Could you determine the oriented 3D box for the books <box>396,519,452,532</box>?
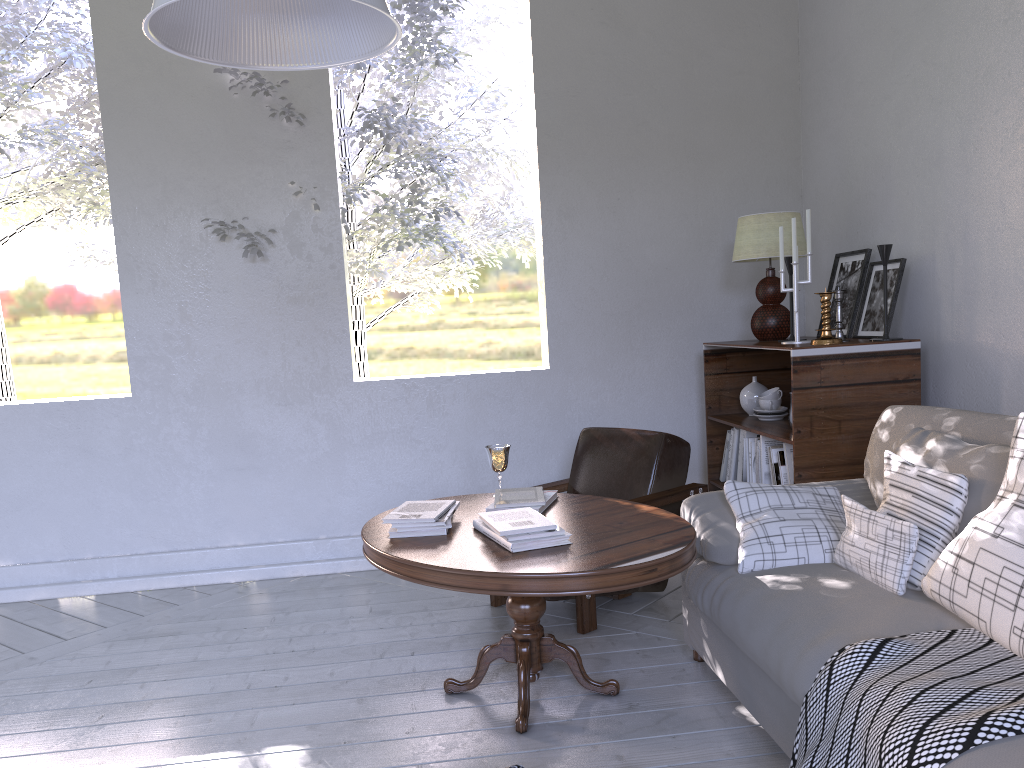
[{"bbox_3d":[-0.223,0.342,2.252,0.136,0.010,0.213,-4,4,-5],"label":"books"}]

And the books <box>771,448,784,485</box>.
[{"bbox_3d":[0.908,0.306,2.843,0.131,0.203,0.064,-4,6,-6],"label":"books"}]

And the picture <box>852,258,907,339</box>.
[{"bbox_3d":[1.183,-0.271,2.860,0.080,0.253,0.201,-4,6,-6],"label":"picture"}]

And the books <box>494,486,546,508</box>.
[{"bbox_3d":[0.021,0.310,2.431,0.136,0.011,0.214,-3,4,0],"label":"books"}]

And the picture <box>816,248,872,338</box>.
[{"bbox_3d":[1.159,-0.311,3.101,0.095,0.302,0.230,-4,6,-6],"label":"picture"}]

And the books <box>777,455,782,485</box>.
[{"bbox_3d":[0.920,0.315,2.830,0.120,0.186,0.060,-4,6,-6],"label":"books"}]

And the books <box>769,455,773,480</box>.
[{"bbox_3d":[0.908,0.308,2.876,0.125,0.193,0.064,-4,6,-6],"label":"books"}]

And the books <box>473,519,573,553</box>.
[{"bbox_3d":[0.020,0.348,2.095,0.148,0.021,0.278,-5,4,-20],"label":"books"}]

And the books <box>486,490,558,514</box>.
[{"bbox_3d":[0.031,0.324,2.430,0.147,0.018,0.230,-2,4,15],"label":"books"}]

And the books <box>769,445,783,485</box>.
[{"bbox_3d":[0.906,0.301,2.859,0.129,0.210,0.073,-4,6,-6],"label":"books"}]

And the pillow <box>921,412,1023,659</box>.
[{"bbox_3d":[0.895,0.258,1.479,0.219,0.387,0.452,-4,5,-5],"label":"pillow"}]

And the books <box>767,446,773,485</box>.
[{"bbox_3d":[0.910,0.302,2.891,0.131,0.203,0.064,-4,6,-6],"label":"books"}]

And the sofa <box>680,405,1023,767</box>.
[{"bbox_3d":[0.897,0.447,1.499,0.766,0.685,1.856,-4,4,-6],"label":"sofa"}]

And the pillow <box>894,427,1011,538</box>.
[{"bbox_3d":[0.925,0.268,1.860,0.151,0.315,0.488,-4,5,-6],"label":"pillow"}]

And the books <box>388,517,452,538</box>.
[{"bbox_3d":[-0.230,0.355,2.258,0.141,0.015,0.221,-3,4,0],"label":"books"}]

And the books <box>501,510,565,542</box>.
[{"bbox_3d":[0.023,0.332,2.086,0.135,0.010,0.239,-5,4,-15],"label":"books"}]

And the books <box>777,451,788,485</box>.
[{"bbox_3d":[0.914,0.309,2.791,0.131,0.203,0.064,-4,6,-6],"label":"books"}]

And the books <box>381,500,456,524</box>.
[{"bbox_3d":[-0.232,0.322,2.245,0.136,0.011,0.215,-3,4,10],"label":"books"}]

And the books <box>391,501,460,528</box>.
[{"bbox_3d":[-0.216,0.331,2.258,0.134,0.010,0.240,-3,4,5],"label":"books"}]

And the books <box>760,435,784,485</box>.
[{"bbox_3d":[0.889,0.279,2.939,0.126,0.238,0.018,-4,6,-1],"label":"books"}]

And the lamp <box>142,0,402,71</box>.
[{"bbox_3d":[-0.352,-0.787,1.229,0.354,0.586,0.354,-1,6,21],"label":"lamp"}]

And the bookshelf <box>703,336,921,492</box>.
[{"bbox_3d":[0.995,0.253,3.050,0.400,0.804,0.796,-4,5,-6],"label":"bookshelf"}]

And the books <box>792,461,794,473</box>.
[{"bbox_3d":[0.935,0.324,2.743,0.115,0.179,0.055,-4,6,-6],"label":"books"}]

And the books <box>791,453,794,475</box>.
[{"bbox_3d":[0.936,0.311,2.755,0.114,0.200,0.061,-4,6,-6],"label":"books"}]

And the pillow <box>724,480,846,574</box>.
[{"bbox_3d":[0.673,0.344,2.136,0.310,0.207,0.214,-3,5,0],"label":"pillow"}]

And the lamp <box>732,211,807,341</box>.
[{"bbox_3d":[0.933,-0.381,3.196,0.267,0.449,0.266,-7,7,-31],"label":"lamp"}]

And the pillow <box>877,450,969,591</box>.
[{"bbox_3d":[0.840,0.294,1.874,0.129,0.270,0.309,-4,5,-2],"label":"pillow"}]

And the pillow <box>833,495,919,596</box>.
[{"bbox_3d":[0.766,0.338,1.870,0.070,0.168,0.283,-4,5,-9],"label":"pillow"}]

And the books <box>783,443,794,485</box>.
[{"bbox_3d":[0.926,0.295,2.771,0.126,0.234,0.078,-4,6,-6],"label":"books"}]

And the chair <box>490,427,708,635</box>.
[{"bbox_3d":[0.236,0.447,2.918,0.703,0.556,0.495,-8,7,-41],"label":"chair"}]

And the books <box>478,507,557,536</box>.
[{"bbox_3d":[0.009,0.322,2.084,0.136,0.010,0.213,-5,4,-15],"label":"books"}]
